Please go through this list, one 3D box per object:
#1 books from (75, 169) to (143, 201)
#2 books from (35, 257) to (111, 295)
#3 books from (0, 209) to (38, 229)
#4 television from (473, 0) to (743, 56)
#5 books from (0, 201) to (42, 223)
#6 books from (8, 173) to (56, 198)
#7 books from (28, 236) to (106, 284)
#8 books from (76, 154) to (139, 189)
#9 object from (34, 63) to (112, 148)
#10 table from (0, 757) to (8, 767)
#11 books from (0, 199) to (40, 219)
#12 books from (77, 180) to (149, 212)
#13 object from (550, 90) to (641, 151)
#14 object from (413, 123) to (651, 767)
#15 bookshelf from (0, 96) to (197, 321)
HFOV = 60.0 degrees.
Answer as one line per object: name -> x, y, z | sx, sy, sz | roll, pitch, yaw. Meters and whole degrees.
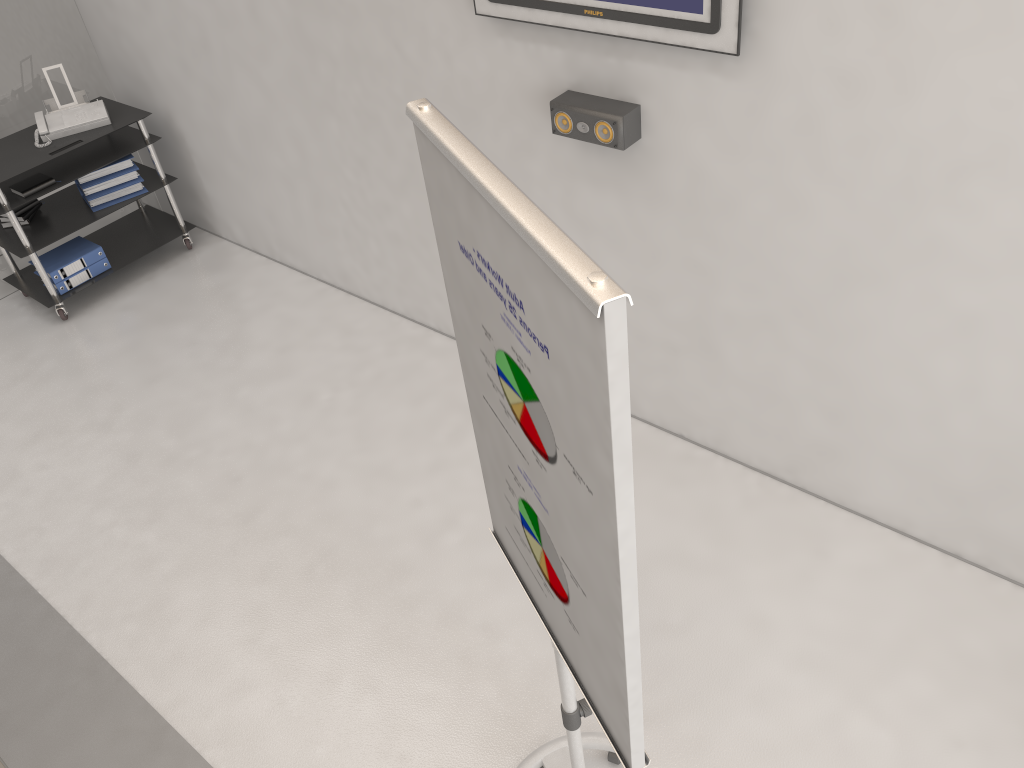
books -> -2.305, -1.180, 5.052 | 0.320, 0.077, 0.262 | -29, 44, -22
books -> -2.516, -0.651, 5.084 | 0.263, 0.077, 0.320 | 24, 50, 33
books -> -2.780, -0.949, 5.008 | 0.164, 0.032, 0.183 | -9, 40, -1
television -> 0.238, -1.345, 2.630 | 1.013, 0.590, 0.049 | 24, 50, 33
books -> -2.760, -0.969, 4.978 | 0.164, 0.032, 0.183 | 0, 41, 11
books -> -2.539, -1.052, 4.694 | 0.164, 0.032, 0.183 | 23, 49, 32
books -> -2.525, -0.707, 5.038 | 0.263, 0.077, 0.320 | 24, 50, 33
books -> -2.313, -1.235, 5.004 | 0.320, 0.077, 0.262 | -29, 44, -22
object -> -2.455, -1.534, 4.833 | 0.405, 0.280, 0.399 | -22, 42, -15
table -> -2.238, 1.991, 1.606 | 1.372, 0.721, 3.054 | 24, 50, 33
books -> -2.764, -0.987, 4.951 | 0.164, 0.032, 0.183 | 15, 45, 25
books -> -2.298, -1.126, 5.100 | 0.320, 0.077, 0.262 | -29, 44, -22
object -> 0.276, -0.890, 2.997 | 0.298, 0.117, 0.123 | 24, 50, 33
object -> 0.112, 0.514, 1.870 | 0.553, 2.088, 0.560 | 12, 44, 23
bookshelf -> -2.479, -1.007, 5.097 | 0.567, 0.855, 0.985 | 24, 50, 33
